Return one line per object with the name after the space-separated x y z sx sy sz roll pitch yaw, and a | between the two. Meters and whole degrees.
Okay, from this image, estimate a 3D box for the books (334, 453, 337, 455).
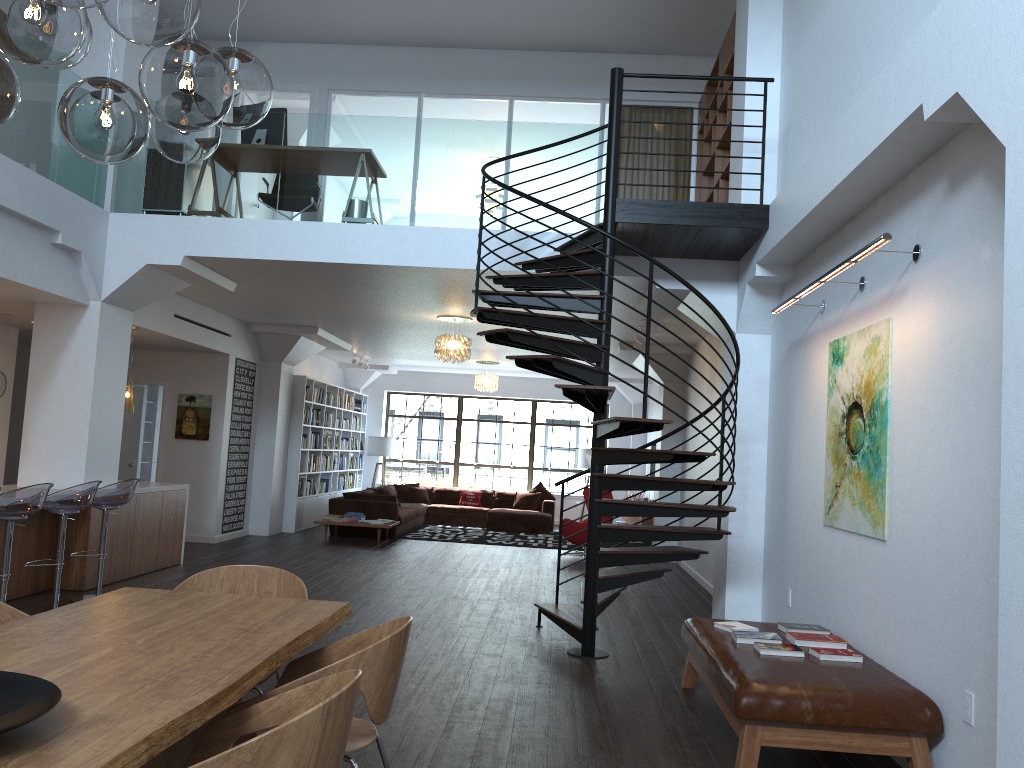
-3.251 1.251 15.947 0.185 0.041 0.129 2 -5 18 | books

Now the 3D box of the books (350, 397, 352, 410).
-3.144 0.376 16.885 0.160 0.250 0.026 3 -4 3 | books

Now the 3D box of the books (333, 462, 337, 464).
-3.274 1.411 15.950 0.231 0.044 0.168 3 -4 -2 | books

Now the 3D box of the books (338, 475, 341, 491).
-3.259 1.814 16.306 0.198 0.284 0.066 3 -4 3 | books

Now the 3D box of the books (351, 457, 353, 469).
-3.188 1.528 17.216 0.171 0.246 0.036 3 -4 3 | books

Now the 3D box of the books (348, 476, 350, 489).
-3.214 1.889 17.041 0.183 0.253 0.037 3 -4 3 | books

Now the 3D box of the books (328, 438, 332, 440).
-3.266 0.955 15.525 0.183 0.042 0.253 3 -4 3 | books

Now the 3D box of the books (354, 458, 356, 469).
-3.169 1.569 17.471 0.161 0.221 0.035 3 -4 3 | books

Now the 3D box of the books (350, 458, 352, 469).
-3.183 1.532 17.112 0.161 0.223 0.030 3 -4 3 | books

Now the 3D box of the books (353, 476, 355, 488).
-3.196 1.929 17.491 0.171 0.246 0.057 3 -4 3 | books

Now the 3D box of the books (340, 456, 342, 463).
-3.232 1.453 16.334 0.182 0.255 0.077 3 -4 3 | books

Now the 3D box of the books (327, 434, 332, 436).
-3.282 0.892 15.562 0.223 0.027 0.161 4 -4 -7 | books

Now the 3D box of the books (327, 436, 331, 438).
-3.270 0.920 15.535 0.161 0.033 0.223 3 -4 3 | books

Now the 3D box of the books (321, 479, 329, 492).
-3.292 1.781 15.569 0.140 0.231 0.042 3 -4 3 | books

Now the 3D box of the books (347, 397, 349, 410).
-3.155 0.360 16.664 0.171 0.246 0.057 3 -4 3 | books

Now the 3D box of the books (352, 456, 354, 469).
-3.181 1.534 17.336 0.183 0.253 0.042 3 -4 3 | books

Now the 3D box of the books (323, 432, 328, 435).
-3.267 0.835 15.143 0.174 0.045 0.240 3 -4 3 | books

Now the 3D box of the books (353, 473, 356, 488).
-3.193 1.913 17.576 0.176 0.290 0.053 3 -4 3 | books

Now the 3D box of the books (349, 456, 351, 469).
-3.190 1.511 17.043 0.174 0.251 0.051 3 -4 3 | books

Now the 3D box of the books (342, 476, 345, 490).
-3.228 1.858 16.651 0.183 0.253 0.034 3 -4 3 | books

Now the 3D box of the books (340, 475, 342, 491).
-3.245 1.820 16.416 0.176 0.290 0.053 3 -4 3 | books

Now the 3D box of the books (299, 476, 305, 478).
-3.365 1.446 13.842 0.223 0.027 0.161 2 -5 13 | books

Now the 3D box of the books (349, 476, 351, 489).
-3.211 1.899 17.154 0.160 0.250 0.027 3 -4 3 | books

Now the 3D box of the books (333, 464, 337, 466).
-3.289 1.454 15.961 0.259 0.040 0.180 3 -4 3 | books

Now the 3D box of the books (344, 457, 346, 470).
-3.213 1.483 16.634 0.174 0.242 0.105 3 -4 3 | books

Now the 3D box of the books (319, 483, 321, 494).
-3.316 1.765 15.037 0.128 0.178 0.022 3 -4 3 | books

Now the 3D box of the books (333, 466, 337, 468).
-3.289 1.490 15.933 0.251 0.037 0.160 3 -4 8 | books

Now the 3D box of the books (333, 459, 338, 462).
-3.276 1.370 15.945 0.253 0.040 0.183 3 -4 3 | books

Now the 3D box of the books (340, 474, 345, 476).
-3.234 1.842 16.687 0.176 0.290 0.036 3 -4 3 | books

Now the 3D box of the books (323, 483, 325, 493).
-3.301 1.788 15.285 0.126 0.173 0.032 3 -4 3 | books

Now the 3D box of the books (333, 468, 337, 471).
-3.289 1.528 15.928 0.246 0.038 0.171 3 -4 3 | books

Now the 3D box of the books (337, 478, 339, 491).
-3.266 1.827 16.185 0.174 0.240 0.045 3 -4 3 | books

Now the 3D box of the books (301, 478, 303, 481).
-3.374 1.484 13.861 0.174 0.045 0.240 4 -4 -7 | books

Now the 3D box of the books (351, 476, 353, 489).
-3.205 1.913 17.305 0.189 0.247 0.057 3 -4 3 | books

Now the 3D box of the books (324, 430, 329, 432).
-3.258 0.797 15.123 0.223 0.027 0.161 2 -5 13 | books

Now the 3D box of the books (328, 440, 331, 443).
-3.276 0.997 15.527 0.168 0.045 0.231 3 -4 -2 | books

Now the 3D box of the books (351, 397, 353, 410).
-3.139 0.376 16.915 0.183 0.253 0.034 3 -4 3 | books

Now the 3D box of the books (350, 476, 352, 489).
-3.207 1.900 17.186 0.183 0.253 0.037 3 -4 3 | books

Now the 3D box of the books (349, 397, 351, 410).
-3.146 0.366 16.779 0.183 0.253 0.034 3 -4 3 | books

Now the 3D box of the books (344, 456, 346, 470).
-3.213 1.484 16.687 0.170 0.251 0.118 3 -4 3 | books

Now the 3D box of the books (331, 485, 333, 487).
-3.347 1.824 15.880 0.254 0.032 0.174 3 -4 8 | books

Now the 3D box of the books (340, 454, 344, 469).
-3.229 1.448 16.486 0.197 0.290 0.136 3 -4 3 | books

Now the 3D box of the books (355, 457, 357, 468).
-3.171 1.566 17.559 0.168 0.228 0.139 3 -4 3 | books

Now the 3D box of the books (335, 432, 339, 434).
-3.235 0.875 15.888 0.224 0.030 0.161 2 -5 13 | books

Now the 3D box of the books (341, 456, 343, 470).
-3.219 1.459 16.380 0.182 0.253 0.098 3 -4 3 | books

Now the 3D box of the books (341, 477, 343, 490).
-3.243 1.842 16.457 0.183 0.253 0.034 3 -4 3 | books

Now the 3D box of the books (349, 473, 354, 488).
-3.183 1.893 17.357 0.140 0.298 0.044 3 -4 3 | books

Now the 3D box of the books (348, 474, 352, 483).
-3.219 1.889 17.246 0.198 0.284 0.066 3 -4 3 | books

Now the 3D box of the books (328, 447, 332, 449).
-3.270 1.120 15.509 0.171 0.039 0.246 3 -4 3 | books

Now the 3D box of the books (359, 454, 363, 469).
-3.137 1.574 18.041 0.176 0.290 0.053 3 -4 3 | books

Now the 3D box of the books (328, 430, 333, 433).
-3.251 0.833 15.552 0.129 0.043 0.185 2 -5 18 | books

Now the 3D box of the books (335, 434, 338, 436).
-3.237 0.904 15.877 0.223 0.031 0.161 3 -4 3 | books

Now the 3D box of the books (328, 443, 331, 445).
-3.293 1.039 15.510 0.180 0.042 0.259 3 -4 3 | books

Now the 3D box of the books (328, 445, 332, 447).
-3.271 1.081 15.510 0.160 0.039 0.251 3 -4 8 | books
